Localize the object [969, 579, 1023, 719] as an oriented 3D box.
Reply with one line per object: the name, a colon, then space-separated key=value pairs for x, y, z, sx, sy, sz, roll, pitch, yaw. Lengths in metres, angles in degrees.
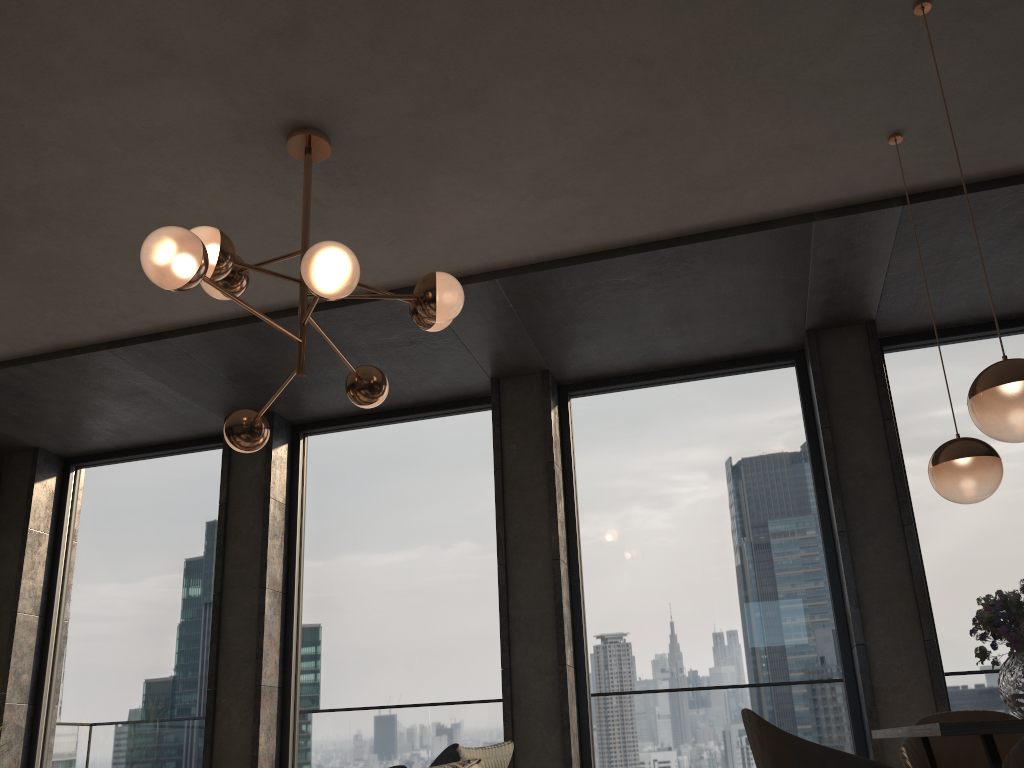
object: x=1.541 y=0.780 z=2.602 sx=0.328 sy=0.397 sz=0.306 roll=3 pitch=-21 yaw=-14

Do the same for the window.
window: x=0.185 y=1.428 z=5.335 sx=7.285 sy=2.919 sz=0.204 roll=-8 pitch=-19 yaw=14

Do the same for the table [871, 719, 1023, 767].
table: x=1.540 y=1.331 z=2.437 sx=0.771 sy=0.747 sz=1.506 roll=-8 pitch=-22 yaw=14

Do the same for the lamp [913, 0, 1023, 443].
lamp: x=1.397 y=-0.552 z=2.703 sx=0.239 sy=1.501 sz=0.246 roll=1 pitch=-19 yaw=-9

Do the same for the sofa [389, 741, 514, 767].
sofa: x=-1.266 y=1.370 z=2.259 sx=2.918 sy=0.762 sz=2.079 roll=-8 pitch=-23 yaw=13

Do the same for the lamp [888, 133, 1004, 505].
lamp: x=1.587 y=-0.291 z=3.346 sx=0.240 sy=1.501 sz=0.244 roll=-9 pitch=-20 yaw=19

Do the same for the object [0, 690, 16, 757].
object: x=-3.535 y=2.406 z=5.224 sx=0.963 sy=1.322 sz=1.041 roll=16 pitch=-27 yaw=-41

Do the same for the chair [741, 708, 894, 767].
chair: x=0.905 y=1.258 z=2.282 sx=0.511 sy=0.813 sz=0.570 roll=-6 pitch=-20 yaw=9

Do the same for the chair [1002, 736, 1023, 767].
chair: x=1.265 y=0.962 z=1.610 sx=0.557 sy=0.813 sz=0.523 roll=-9 pitch=-21 yaw=18

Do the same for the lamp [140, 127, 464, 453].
lamp: x=-0.702 y=-0.434 z=3.400 sx=1.014 sy=1.009 sz=1.507 roll=1 pitch=-22 yaw=-8

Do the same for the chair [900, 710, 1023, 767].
chair: x=1.788 y=1.642 z=3.290 sx=0.557 sy=0.813 sz=0.523 roll=-9 pitch=-21 yaw=18
